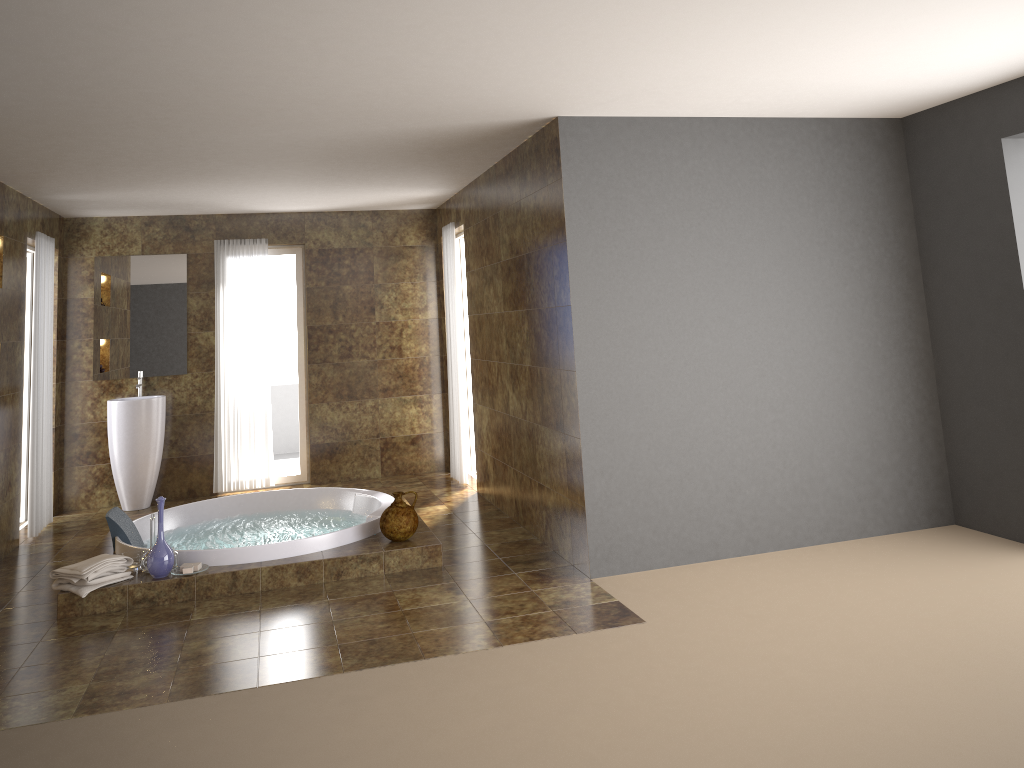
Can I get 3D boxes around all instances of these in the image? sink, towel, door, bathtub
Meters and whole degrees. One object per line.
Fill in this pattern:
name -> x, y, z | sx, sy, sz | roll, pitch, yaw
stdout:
sink -> -3.178, 0.471, 7.313 | 0.459, 1.156, 0.425 | -2, -7, -13
towel -> -2.234, 1.003, 4.596 | 0.336, 0.152, 0.320 | -2, 2, 29
door -> 0.016, -0.309, 8.029 | 0.955, 2.267, 0.039 | -5, -9, 17
bathtub -> -1.629, 0.998, 5.641 | 1.742, 0.531, 1.740 | -3, 3, 15
door -> -4.434, 0.041, 6.961 | 0.962, 2.266, 0.039 | 0, -9, -25

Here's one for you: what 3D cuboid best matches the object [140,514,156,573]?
object -> -1.984, 0.875, 4.774 | 0.130, 0.313, 0.127 | -2, -7, -8

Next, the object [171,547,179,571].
object -> -1.873, 0.964, 4.778 | 0.057, 0.117, 0.057 | -8, -8, 37

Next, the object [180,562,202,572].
object -> -1.744, 0.995, 4.695 | 0.100, 0.033, 0.060 | -4, 1, -1

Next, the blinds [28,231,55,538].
blinds -> -3.631, -0.040, 6.710 | 0.068, 2.317, 0.584 | -1, -8, -16

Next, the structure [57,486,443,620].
structure -> -1.627, 1.006, 5.641 | 2.010, 0.126, 1.980 | -5, 4, -15

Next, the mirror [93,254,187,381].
mirror -> -3.300, -0.606, 7.686 | 0.769, 1.111, 0.008 | -2, -9, -15

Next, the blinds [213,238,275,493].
blinds -> -2.435, -0.201, 7.819 | 0.520, 2.305, 0.065 | -1, -9, -15

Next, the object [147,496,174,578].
object -> -1.897, 0.822, 4.667 | 0.136, 0.427, 0.132 | -2, -7, -8

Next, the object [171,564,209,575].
object -> -1.744, 1.012, 4.681 | 0.190, 0.019, 0.187 | -6, 5, -27

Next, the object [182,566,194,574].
object -> -1.733, 0.996, 4.626 | 0.053, 0.035, 0.072 | -4, 2, -15

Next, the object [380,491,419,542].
object -> -0.672, 0.785, 5.134 | 0.229, 0.280, 0.226 | 0, -5, -44

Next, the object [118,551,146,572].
object -> -2.139, 0.996, 4.834 | 0.170, 0.076, 0.167 | -5, 2, -34

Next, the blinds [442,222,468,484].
blinds -> -0.530, -0.302, 7.692 | 0.069, 2.317, 0.471 | -1, -8, -16
